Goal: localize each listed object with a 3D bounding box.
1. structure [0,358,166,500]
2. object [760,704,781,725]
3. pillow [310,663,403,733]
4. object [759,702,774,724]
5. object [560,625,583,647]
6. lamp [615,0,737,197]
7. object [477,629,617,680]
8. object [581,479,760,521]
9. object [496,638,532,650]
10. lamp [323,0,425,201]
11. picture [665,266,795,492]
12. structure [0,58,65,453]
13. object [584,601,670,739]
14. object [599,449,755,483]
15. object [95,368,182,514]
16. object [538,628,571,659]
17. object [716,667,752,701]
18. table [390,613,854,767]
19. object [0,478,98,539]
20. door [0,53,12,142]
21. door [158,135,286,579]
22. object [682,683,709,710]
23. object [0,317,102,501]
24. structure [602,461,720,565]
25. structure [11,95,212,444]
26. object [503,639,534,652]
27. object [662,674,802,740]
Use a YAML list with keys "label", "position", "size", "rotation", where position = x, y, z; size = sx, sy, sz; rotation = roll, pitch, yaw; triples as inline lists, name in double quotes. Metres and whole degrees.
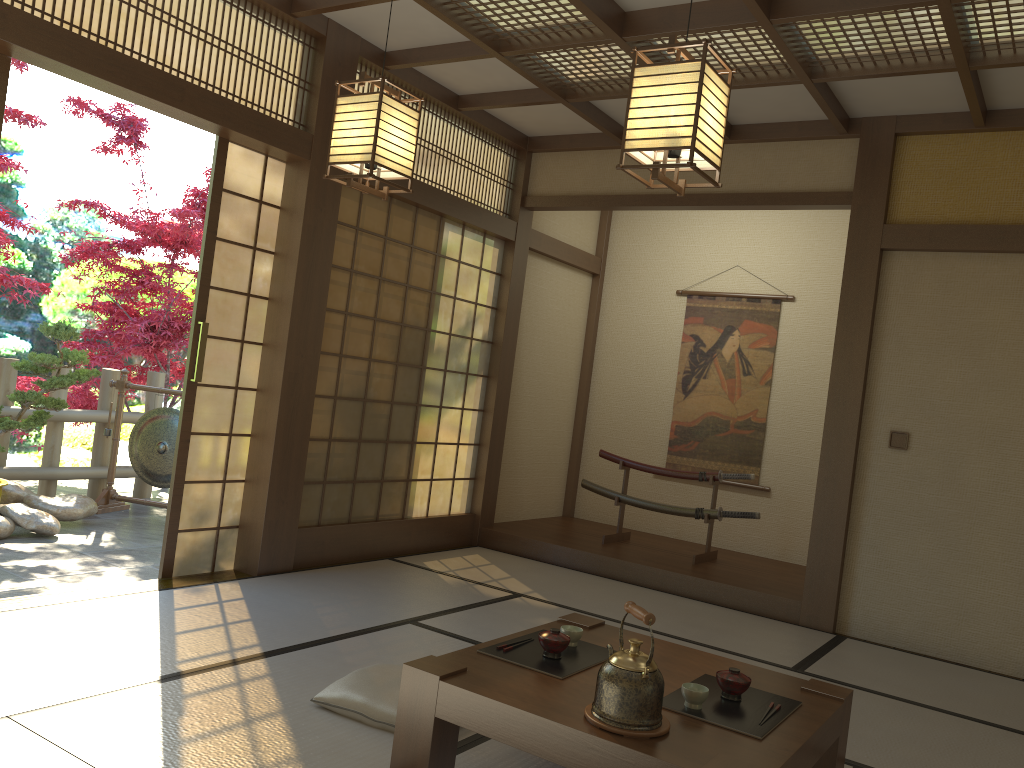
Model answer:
- label: "structure"
  position: [-3.788, 0.350, 5.973]
  size: [0.245, 1.136, 7.456]
  rotation: [7, -1, 33]
- label: "object"
  position: [0.710, 0.906, 2.432]
  size: [0.008, 0.008, 0.200]
  rotation: [7, -1, 31]
- label: "pillow"
  position: [-0.361, 1.092, 3.103]
  size: [0.486, 0.107, 0.496]
  rotation: [7, 0, 26]
- label: "object"
  position: [0.700, 0.905, 2.441]
  size: [0.008, 0.008, 0.200]
  rotation: [7, 0, 26]
- label: "object"
  position: [0.192, 0.821, 2.886]
  size: [0.074, 0.052, 0.073]
  rotation: [7, 0, -14]
- label: "lamp"
  position: [0.522, -1.125, 2.566]
  size: [0.240, 1.129, 0.240]
  rotation: [7, -1, 33]
- label: "object"
  position: [0.125, 0.842, 2.782]
  size: [0.300, 0.007, 0.400]
  rotation: [7, -1, 33]
- label: "object"
  position: [1.100, 0.855, 6.338]
  size: [1.369, 0.144, 0.100]
  rotation: [7, -1, 34]
- label: "object"
  position: [0.010, 0.820, 2.810]
  size: [0.008, 0.008, 0.200]
  rotation: [7, -1, 33]
- label: "lamp"
  position: [-0.450, -1.244, 3.197]
  size: [0.240, 1.129, 0.240]
  rotation: [7, -1, 33]
- label: "picture"
  position: [1.666, -0.083, 6.990]
  size: [0.952, 1.725, 0.038]
  rotation: [7, -1, 33]
- label: "structure"
  position: [-4.730, -1.174, 5.767]
  size: [3.412, 4.004, 3.045]
  rotation: [7, 0, -25]
- label: "object"
  position: [0.309, 0.715, 2.269]
  size: [0.226, 0.296, 0.219]
  rotation: [7, 0, 28]
- label: "object"
  position: [1.151, 0.608, 6.326]
  size: [1.186, 0.121, 0.086]
  rotation: [7, -1, 34]
- label: "object"
  position: [-2.526, 0.454, 6.455]
  size: [1.045, 1.061, 0.368]
  rotation: [7, 0, 12]
- label: "object"
  position: [0.128, 0.795, 2.727]
  size: [0.100, 0.080, 0.100]
  rotation: [7, -1, 33]
- label: "object"
  position: [0.634, 0.858, 2.544]
  size: [0.100, 0.080, 0.100]
  rotation: [7, -1, 33]
- label: "table"
  position: [0.359, 1.040, 2.619]
  size: [1.000, 0.350, 1.000]
  rotation: [7, -1, 33]
- label: "object"
  position: [-3.297, 0.754, 5.611]
  size: [1.147, 0.276, 1.260]
  rotation: [7, 0, 29]
- label: "door"
  position: [-2.665, -0.272, 2.775]
  size: [0.073, 2.380, 1.894]
  rotation: [7, -1, 33]
- label: "door"
  position: [-1.096, -0.053, 5.231]
  size: [0.073, 2.380, 1.894]
  rotation: [7, -1, 33]
- label: "object"
  position: [0.500, 0.857, 2.430]
  size: [0.074, 0.052, 0.073]
  rotation: [7, 0, -14]
- label: "object"
  position: [-3.208, 0.210, 5.669]
  size: [1.032, 1.362, 0.586]
  rotation: [8, -1, -31]
- label: "structure"
  position: [1.100, 0.905, 6.385]
  size: [0.712, 0.604, 0.446]
  rotation: [7, -1, 33]
- label: "structure"
  position: [-2.880, -0.915, 8.816]
  size: [3.412, 4.004, 3.045]
  rotation: [7, -1, 35]
- label: "object"
  position: [0.024, 0.821, 2.799]
  size: [0.008, 0.008, 0.200]
  rotation: [7, 0, 29]
- label: "object"
  position: [0.617, 0.902, 2.504]
  size: [0.300, 0.007, 0.400]
  rotation: [7, -1, 33]
